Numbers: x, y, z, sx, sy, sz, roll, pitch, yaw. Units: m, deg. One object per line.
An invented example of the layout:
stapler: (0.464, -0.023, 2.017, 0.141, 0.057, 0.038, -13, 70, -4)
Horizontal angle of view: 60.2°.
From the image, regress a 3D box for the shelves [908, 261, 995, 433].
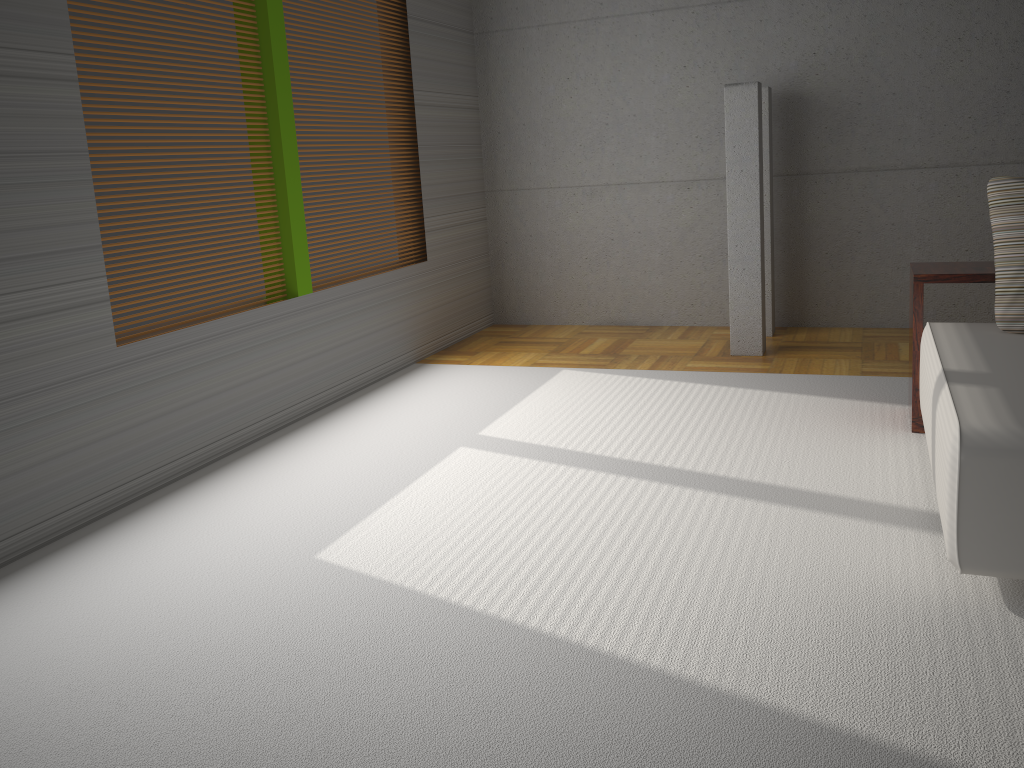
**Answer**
shelves: (2.883, -0.142, 3.658, 2.251, 0.706, 0.406, 2, 12, 22)

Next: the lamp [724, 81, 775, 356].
lamp: (1.582, -1.099, 5.835, 0.200, 1.668, 0.809, 0, 11, 22)

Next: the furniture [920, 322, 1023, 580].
furniture: (2.507, 0.205, 2.774, 2.169, 0.515, 1.637, 2, 15, 22)

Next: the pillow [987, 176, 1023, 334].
pillow: (2.336, -0.521, 3.471, 0.801, 0.601, 0.497, 1, 13, 22)

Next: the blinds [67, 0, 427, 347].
blinds: (-1.287, -1.365, 4.690, 0.012, 2.016, 3.585, 0, 14, 22)
